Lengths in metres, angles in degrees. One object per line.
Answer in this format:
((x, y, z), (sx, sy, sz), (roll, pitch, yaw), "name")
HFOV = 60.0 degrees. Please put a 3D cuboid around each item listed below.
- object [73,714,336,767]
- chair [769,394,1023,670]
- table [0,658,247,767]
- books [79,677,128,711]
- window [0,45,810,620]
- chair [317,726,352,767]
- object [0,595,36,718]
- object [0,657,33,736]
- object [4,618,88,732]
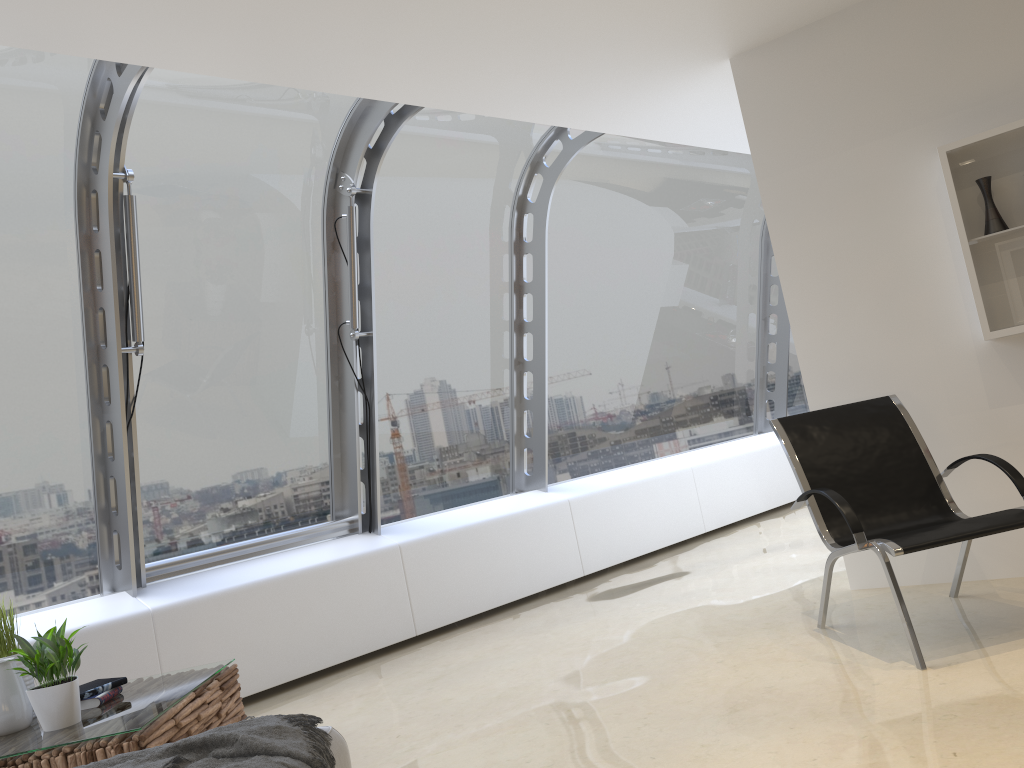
((-0.865, 1.020, 2.066), (1.024, 0.359, 0.825), (-12, -4, 3), "object")
((1.641, 0.539, 3.676), (0.752, 0.972, 0.943), (-11, -4, -6), "chair")
((-1.556, 1.424, 3.262), (0.923, 0.436, 1.007), (-11, -4, 0), "table")
((-1.620, 1.194, 3.397), (0.246, 0.063, 0.265), (-13, -5, 21), "books")
((5.902, -1.407, 2.529), (16.693, 3.674, 16.171), (-15, -6, 40), "window")
((-1.498, 1.169, 1.953), (2.068, 0.690, 1.176), (-12, -4, 5), "chair")
((-1.911, 1.021, 3.351), (0.150, 0.511, 0.153), (-12, -4, 3), "object")
((-1.820, 1.057, 3.123), (0.152, 0.370, 0.297), (-11, -5, -11), "object")
((-1.607, 1.015, 3.104), (0.284, 0.369, 0.215), (-10, -5, -22), "object")
